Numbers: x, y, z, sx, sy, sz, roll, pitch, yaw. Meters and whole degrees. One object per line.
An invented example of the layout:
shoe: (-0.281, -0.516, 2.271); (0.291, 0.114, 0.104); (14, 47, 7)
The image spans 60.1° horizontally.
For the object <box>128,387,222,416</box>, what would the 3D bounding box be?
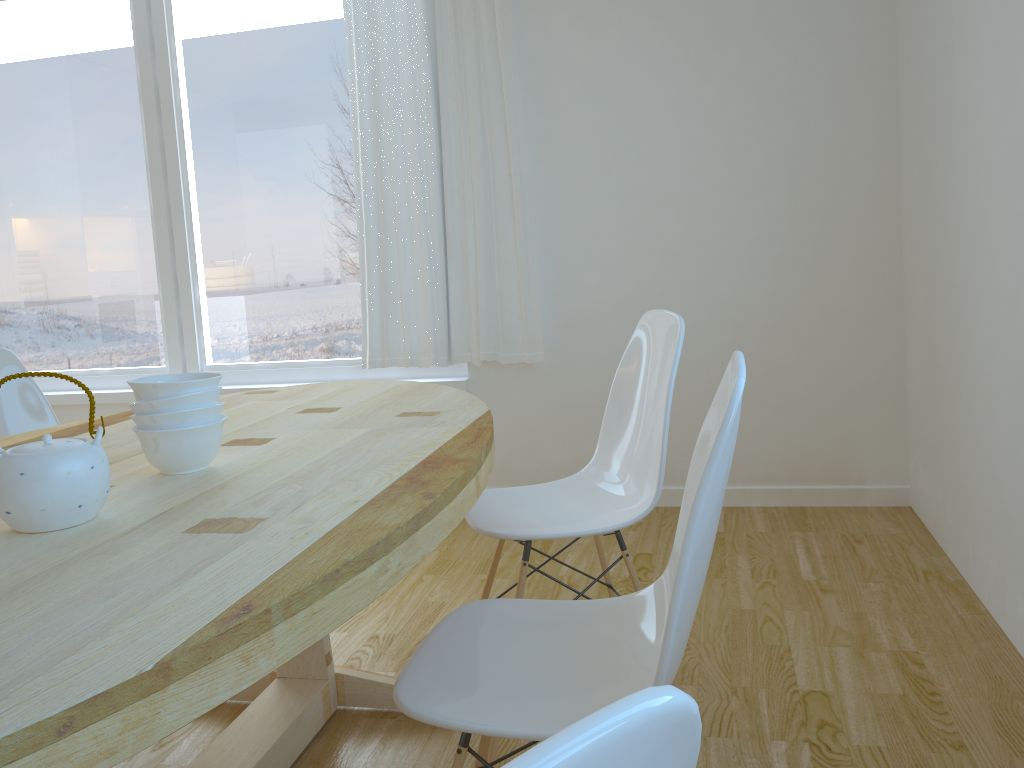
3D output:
object: (-0.565, 0.057, 1.497); (0.150, 0.095, 0.153); (0, 9, 30)

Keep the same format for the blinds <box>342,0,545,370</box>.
blinds: (-0.324, -1.135, 3.521); (0.794, 2.148, 0.151); (-3, 5, 13)

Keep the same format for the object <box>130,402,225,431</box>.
object: (-0.561, 0.081, 1.498); (0.152, 0.092, 0.151); (-10, 9, -37)

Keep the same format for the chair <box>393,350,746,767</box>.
chair: (0.084, 0.413, 1.275); (0.523, 0.896, 0.433); (-3, 6, 13)

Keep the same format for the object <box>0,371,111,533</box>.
object: (-0.651, 0.087, 1.216); (0.177, 0.210, 0.148); (-2, 6, 12)

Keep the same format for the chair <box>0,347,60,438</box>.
chair: (-1.210, 0.357, 2.241); (0.523, 0.896, 0.432); (0, 7, 33)

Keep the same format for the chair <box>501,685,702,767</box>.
chair: (-0.168, 0.550, 0.466); (0.523, 0.896, 0.432); (2, 8, 43)

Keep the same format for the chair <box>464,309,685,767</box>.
chair: (0.131, 0.298, 2.033); (0.523, 0.896, 0.432); (-5, 6, -12)

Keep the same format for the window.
window: (-1.550, -0.943, 4.022); (2.725, 1.908, 0.089); (-2, 5, 13)

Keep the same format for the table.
table: (-0.641, 0.521, 1.463); (1.193, 0.721, 2.206); (-2, 8, 12)

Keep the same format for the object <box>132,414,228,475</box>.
object: (-0.557, 0.104, 1.497); (0.152, 0.082, 0.152); (-10, 10, -37)

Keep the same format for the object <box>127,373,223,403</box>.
object: (-0.564, 0.029, 1.495); (0.152, 0.086, 0.152); (3, 10, 41)
